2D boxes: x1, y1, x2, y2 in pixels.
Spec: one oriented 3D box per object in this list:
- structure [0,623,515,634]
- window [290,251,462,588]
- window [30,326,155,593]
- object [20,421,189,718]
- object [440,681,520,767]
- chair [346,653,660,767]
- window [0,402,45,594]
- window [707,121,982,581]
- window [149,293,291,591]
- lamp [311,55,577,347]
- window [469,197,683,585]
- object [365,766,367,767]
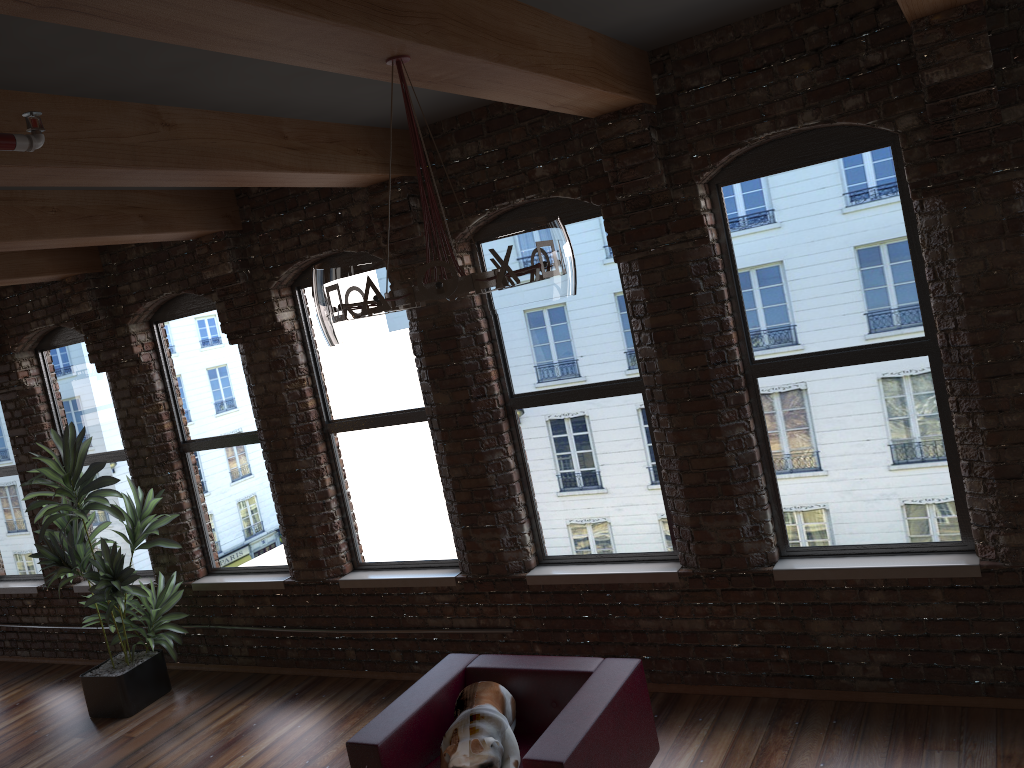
[{"bbox_3d":[-5.930,2.286,8.744,13.665,0.312,1.644,-9,6,23],"label":"structure"},{"bbox_3d":[-0.928,0.222,5.805,0.965,2.209,0.237,-10,4,30],"label":"window"},{"bbox_3d":[-3.443,0.594,7.250,0.965,2.209,0.237,-10,4,30],"label":"window"},{"bbox_3d":[-2.962,1.285,6.410,1.076,2.098,0.972,-8,5,43],"label":"object"},{"bbox_3d":[-0.154,1.553,3.886,0.364,0.296,0.757,-12,6,2],"label":"object"},{"bbox_3d":[-0.006,1.693,3.971,1.067,0.591,0.871,-9,6,30],"label":"chair"},{"bbox_3d":[-4.702,0.780,7.971,0.965,2.209,0.233,-10,4,30],"label":"window"},{"bbox_3d":[1.586,-0.150,4.361,0.965,2.209,0.237,-10,4,30],"label":"window"},{"bbox_3d":[-2.185,0.408,6.527,0.965,2.209,0.237,-10,4,30],"label":"window"},{"bbox_3d":[-0.264,-0.595,2.718,0.812,0.812,0.809,-13,5,-19],"label":"lamp"},{"bbox_3d":[0.329,0.036,5.083,0.965,2.209,0.237,-10,4,30],"label":"window"},{"bbox_3d":[-0.529,1.512,3.180,0.095,0.231,0.075,-14,4,-27],"label":"object"}]
